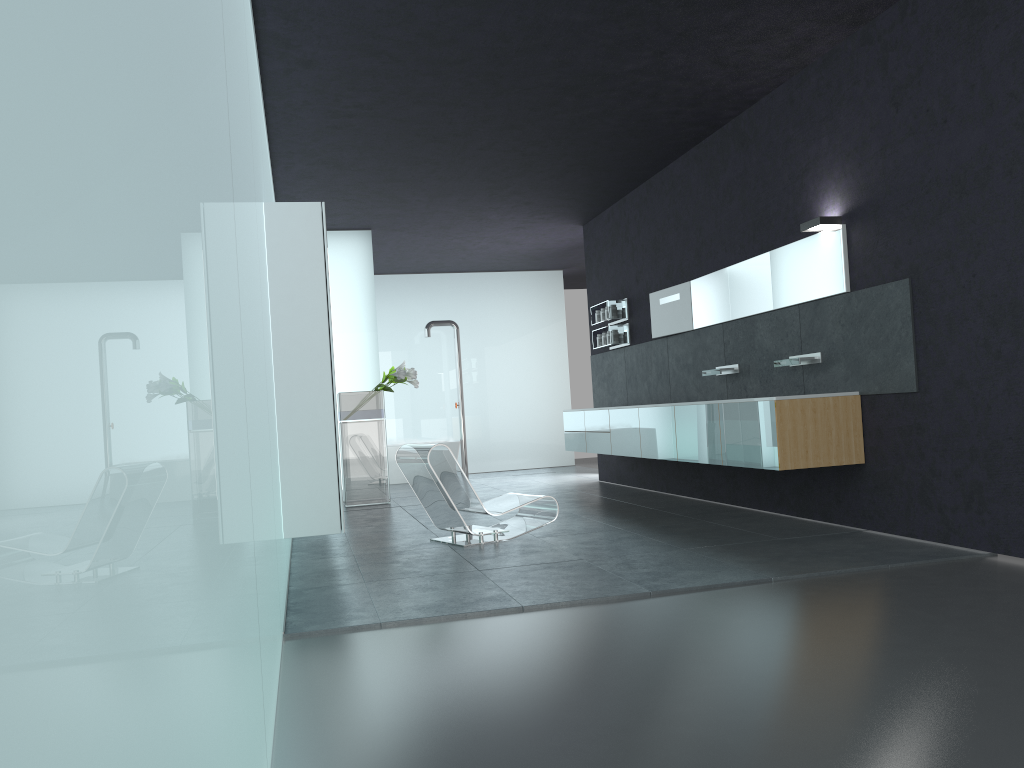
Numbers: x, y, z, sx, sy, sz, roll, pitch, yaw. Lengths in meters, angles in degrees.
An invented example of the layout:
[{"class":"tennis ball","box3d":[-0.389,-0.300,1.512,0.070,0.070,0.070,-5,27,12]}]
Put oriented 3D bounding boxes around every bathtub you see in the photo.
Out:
[{"class":"bathtub","box3d":[-1.943,1.295,15.580,1.977,0.858,0.961,-3,-1,-13]}]

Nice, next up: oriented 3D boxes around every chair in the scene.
[{"class":"chair","box3d":[-0.297,0.924,7.798,1.260,0.870,0.629,-3,-1,-32]}]

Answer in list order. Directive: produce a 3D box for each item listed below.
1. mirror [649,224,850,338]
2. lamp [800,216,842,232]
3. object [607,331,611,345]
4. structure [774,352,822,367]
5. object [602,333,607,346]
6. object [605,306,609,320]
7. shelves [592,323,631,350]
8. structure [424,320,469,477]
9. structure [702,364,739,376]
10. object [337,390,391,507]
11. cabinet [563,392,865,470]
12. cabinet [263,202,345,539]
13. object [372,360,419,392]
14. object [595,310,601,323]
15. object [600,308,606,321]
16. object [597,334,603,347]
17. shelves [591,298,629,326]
[{"class":"mirror","box3d":[2.168,-0.897,8.727,0.109,0.532,3.725,-3,-2,-15]},{"class":"lamp","box3d":[2.467,-1.277,7.087,0.198,0.066,0.277,-3,-2,-13]},{"class":"object","box3d":[1.306,-0.608,11.765,0.096,0.184,0.068,-3,-1,-15]},{"class":"structure","box3d":[2.411,-0.203,7.533,0.186,0.088,0.482,-3,-2,-13]},{"class":"object","box3d":[1.263,-0.599,11.948,0.096,0.184,0.068,-4,-1,-5]},{"class":"object","box3d":[1.286,-0.935,11.769,0.096,0.184,0.068,-3,-1,-15]},{"class":"shelves","box3d":[1.324,-0.628,11.896,0.265,0.285,0.770,-3,-2,-13]},{"class":"structure","box3d":[-1.168,0.298,15.787,0.642,2.871,0.123,-3,-1,-14]},{"class":"structure","box3d":[2.084,-0.137,8.913,0.186,0.088,0.482,-3,-2,-13]},{"class":"object","box3d":[-1.985,0.853,11.839,0.584,1.491,0.575,-3,-1,-13]},{"class":"cabinet","box3d":[1.710,0.484,9.485,0.734,0.556,5.587,-3,-2,-13]},{"class":"cabinet","box3d":[-2.064,0.038,8.785,0.398,2.215,6.008,-3,-2,-13]},{"class":"object","box3d":[-1.730,0.064,11.765,1.024,0.779,0.975,-3,-1,-21]},{"class":"object","box3d":[1.193,-0.916,12.160,0.096,0.184,0.068,-3,-1,-22]},{"class":"object","box3d":[1.243,-0.926,11.952,0.096,0.184,0.068,-4,-1,-5]},{"class":"object","box3d":[1.214,-0.589,12.157,0.096,0.184,0.068,-3,-1,-22]},{"class":"shelves","box3d":[1.304,-0.955,11.899,0.265,0.285,0.770,-3,-2,-13]}]
